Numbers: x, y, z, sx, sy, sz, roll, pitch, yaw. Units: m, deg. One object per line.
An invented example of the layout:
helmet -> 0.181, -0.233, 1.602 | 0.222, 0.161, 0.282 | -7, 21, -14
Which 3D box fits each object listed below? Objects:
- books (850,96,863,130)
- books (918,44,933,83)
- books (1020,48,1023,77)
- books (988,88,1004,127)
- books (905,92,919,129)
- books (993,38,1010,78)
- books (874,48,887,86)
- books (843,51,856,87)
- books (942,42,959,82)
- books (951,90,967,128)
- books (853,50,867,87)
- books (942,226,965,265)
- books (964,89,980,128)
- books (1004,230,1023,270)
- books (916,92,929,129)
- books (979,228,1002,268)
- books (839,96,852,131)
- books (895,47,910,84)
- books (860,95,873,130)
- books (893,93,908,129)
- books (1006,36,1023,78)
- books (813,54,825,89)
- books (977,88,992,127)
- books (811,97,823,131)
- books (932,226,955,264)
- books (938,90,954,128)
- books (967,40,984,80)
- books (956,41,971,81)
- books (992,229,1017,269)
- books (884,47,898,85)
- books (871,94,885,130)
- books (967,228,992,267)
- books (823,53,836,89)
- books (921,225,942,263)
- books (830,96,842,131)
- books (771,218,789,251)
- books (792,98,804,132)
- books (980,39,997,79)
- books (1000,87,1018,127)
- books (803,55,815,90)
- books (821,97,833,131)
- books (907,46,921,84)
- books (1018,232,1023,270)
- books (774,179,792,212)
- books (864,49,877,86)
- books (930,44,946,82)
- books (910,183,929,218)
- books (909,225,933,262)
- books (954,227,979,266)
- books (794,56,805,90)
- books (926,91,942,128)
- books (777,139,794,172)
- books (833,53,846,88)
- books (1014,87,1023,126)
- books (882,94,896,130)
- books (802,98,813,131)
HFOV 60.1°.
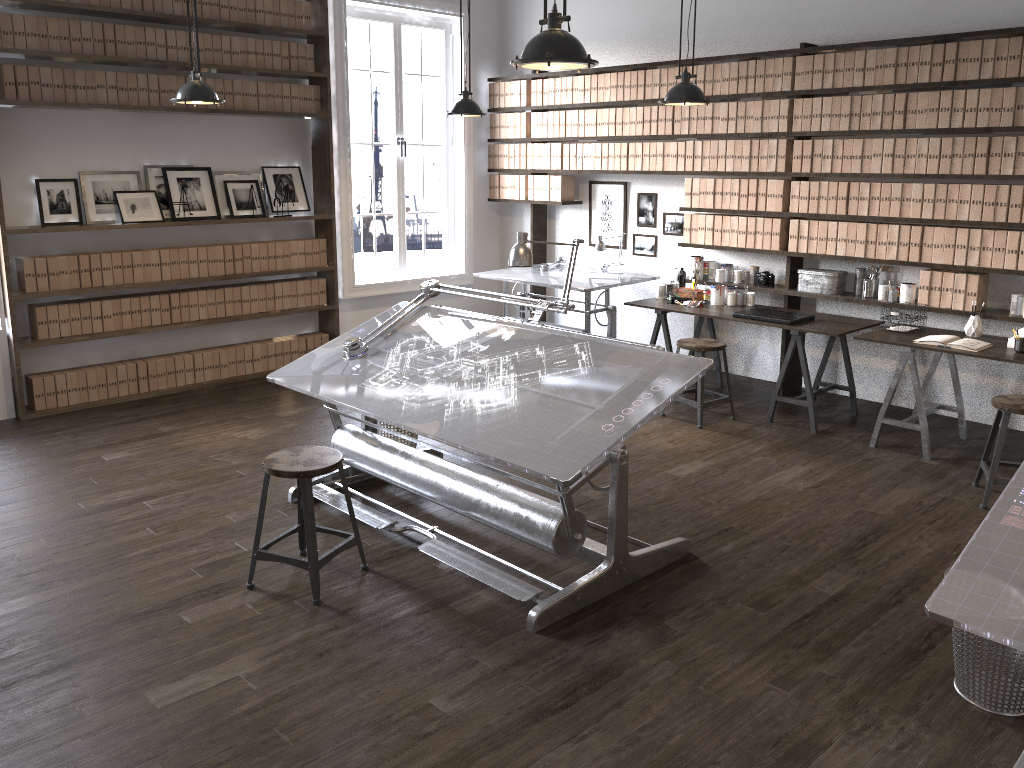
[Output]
books -> 2.294, -1.771, 5.808 | 0.175, 0.223, 0.067 | -12, 16, -43
books -> 2.579, -1.965, 5.456 | 0.175, 0.223, 0.067 | -12, 16, -43
books -> 2.976, -1.862, 5.051 | 0.175, 0.223, 0.067 | -12, 16, -43
books -> 2.876, -1.619, 5.208 | 0.175, 0.223, 0.067 | -12, 16, -43
books -> 2.544, -1.706, 5.552 | 0.175, 0.223, 0.067 | -12, 16, -43
books -> 2.878, -1.889, 5.156 | 0.175, 0.223, 0.067 | -12, 16, -43
books -> 2.391, -2.015, 5.653 | 0.175, 0.223, 0.067 | -12, 16, -43
books -> 2.249, -2.052, 5.800 | 0.175, 0.223, 0.067 | -12, 16, -43
books -> 2.679, -1.938, 5.352 | 0.175, 0.223, 0.067 | -12, 16, -43
books -> 2.730, -1.657, 5.356 | 0.175, 0.223, 0.067 | -12, 16, -43
books -> 2.295, -2.039, 5.747 | 0.175, 0.223, 0.067 | -12, 16, -43
books -> 2.745, -0.859, 5.494 | 0.175, 0.223, 0.067 | -12, 16, -43
books -> 2.780, -1.643, 5.302 | 0.175, 0.223, 0.067 | -12, 16, -43
books -> 2.991, -0.796, 5.243 | 0.175, 0.223, 0.067 | -12, 16, -43
books -> 2.587, -1.694, 5.504 | 0.175, 0.223, 0.067 | -12, 16, -43
books -> 2.898, -0.822, 5.347 | 0.175, 0.223, 0.067 | -12, 16, -43
books -> 2.243, -1.783, 5.852 | 0.175, 0.223, 0.067 | -12, 16, -43
books -> 2.484, -1.991, 5.559 | 0.175, 0.223, 0.067 | -12, 16, -43
books -> 2.343, -1.759, 5.758 | 0.175, 0.223, 0.067 | -12, 16, -43
books -> 2.489, -1.719, 5.601 | 0.175, 0.223, 0.067 | -12, 16, -43
books -> 2.925, -1.876, 5.105 | 0.175, 0.223, 0.067 | -12, 16, -43
books -> 2.099, -2.089, 5.946 | 0.175, 0.223, 0.067 | -12, 16, -43
books -> 2.832, -1.630, 5.252 | 0.175, 0.223, 0.067 | -12, 16, -43
books -> 2.104, -1.819, 5.996 | 0.175, 0.223, 0.067 | -12, 16, -43
books -> 2.704, -0.871, 5.542 | 0.175, 0.223, 0.067 | -12, 16, -43
books -> 2.678, -1.669, 5.405 | 0.175, 0.223, 0.067 | -12, 16, -43
books -> 2.775, -1.913, 5.252 | 0.175, 0.223, 0.067 | -12, 16, -43
books -> 2.734, -1.926, 5.303 | 0.175, 0.223, 0.067 | -12, 16, -43
books -> 2.945, -0.809, 5.296 | 0.175, 0.223, 0.067 | -12, 16, -43
books -> 2.433, -2.002, 5.603 | 0.175, 0.223, 0.067 | -12, 16, -43
books -> 2.388, -1.745, 5.705 | 0.175, 0.223, 0.067 | -12, 16, -43
books -> 2.847, -0.834, 5.393 | 0.175, 0.223, 0.067 | -12, 16, -43
books -> 2.151, -2.077, 5.897 | 0.175, 0.223, 0.067 | -12, 16, -43
books -> 2.661, -0.884, 5.590 | 0.175, 0.223, 0.067 | -12, 16, -43
books -> 2.200, -1.795, 5.903 | 0.175, 0.223, 0.067 | -12, 16, -43
books -> 1.934, -1.071, 6.328 | 0.175, 0.223, 0.067 | -12, 16, -43
books -> 2.012, -1.845, 6.099 | 0.175, 0.223, 0.067 | -12, 16, -43
books -> 2.827, -1.900, 5.203 | 0.175, 0.223, 0.067 | -12, 16, -43
books -> 2.919, -1.606, 5.158 | 0.175, 0.223, 0.067 | -12, 16, -43
books -> 2.049, -2.102, 5.997 | 0.175, 0.223, 0.067 | -12, 16, -43
books -> 2.155, -1.806, 5.946 | 0.175, 0.223, 0.067 | -12, 16, -43
books -> 2.533, -1.978, 5.509 | 0.175, 0.223, 0.067 | -12, 16, -43
books -> 3.042, -0.783, 5.193 | 0.175, 0.223, 0.067 | -12, 16, -43
books -> 1.936, -1.333, 6.271 | 0.175, 0.223, 0.067 | -12, 16, -43
books -> 2.346, -2.026, 5.697 | 0.175, 0.223, 0.067 | -12, 16, -43
books -> 2.632, -1.953, 5.409 | 0.175, 0.223, 0.067 | -12, 16, -43
books -> 2.595, -1.156, 5.601 | 0.175, 0.223, 0.067 | -12, 16, -43
books -> 2.606, -0.896, 5.638 | 0.175, 0.223, 0.067 | -12, 16, -43
books -> 2.795, -0.846, 5.443 | 0.175, 0.223, 0.067 | -12, 16, -43
books -> 2.008, -2.114, 6.045 | 0.175, 0.223, 0.067 | -12, 16, -43
books -> 2.628, -1.682, 5.456 | 0.175, 0.223, 0.067 | -12, 16, -43
books -> 1.940, -1.604, 6.224 | 0.175, 0.223, 0.067 | -12, 16, -43
books -> 2.202, -2.065, 5.850 | 0.175, 0.223, 0.067 | -12, 16, -43
books -> 2.972, -1.595, 5.113 | 0.175, 0.223, 0.067 | -12, 16, -43
books -> 2.441, -1.733, 5.658 | 0.175, 0.223, 0.067 | -12, 16, -43
books -> 2.058, -1.833, 6.049 | 0.175, 0.223, 0.067 | -12, 16, -43
